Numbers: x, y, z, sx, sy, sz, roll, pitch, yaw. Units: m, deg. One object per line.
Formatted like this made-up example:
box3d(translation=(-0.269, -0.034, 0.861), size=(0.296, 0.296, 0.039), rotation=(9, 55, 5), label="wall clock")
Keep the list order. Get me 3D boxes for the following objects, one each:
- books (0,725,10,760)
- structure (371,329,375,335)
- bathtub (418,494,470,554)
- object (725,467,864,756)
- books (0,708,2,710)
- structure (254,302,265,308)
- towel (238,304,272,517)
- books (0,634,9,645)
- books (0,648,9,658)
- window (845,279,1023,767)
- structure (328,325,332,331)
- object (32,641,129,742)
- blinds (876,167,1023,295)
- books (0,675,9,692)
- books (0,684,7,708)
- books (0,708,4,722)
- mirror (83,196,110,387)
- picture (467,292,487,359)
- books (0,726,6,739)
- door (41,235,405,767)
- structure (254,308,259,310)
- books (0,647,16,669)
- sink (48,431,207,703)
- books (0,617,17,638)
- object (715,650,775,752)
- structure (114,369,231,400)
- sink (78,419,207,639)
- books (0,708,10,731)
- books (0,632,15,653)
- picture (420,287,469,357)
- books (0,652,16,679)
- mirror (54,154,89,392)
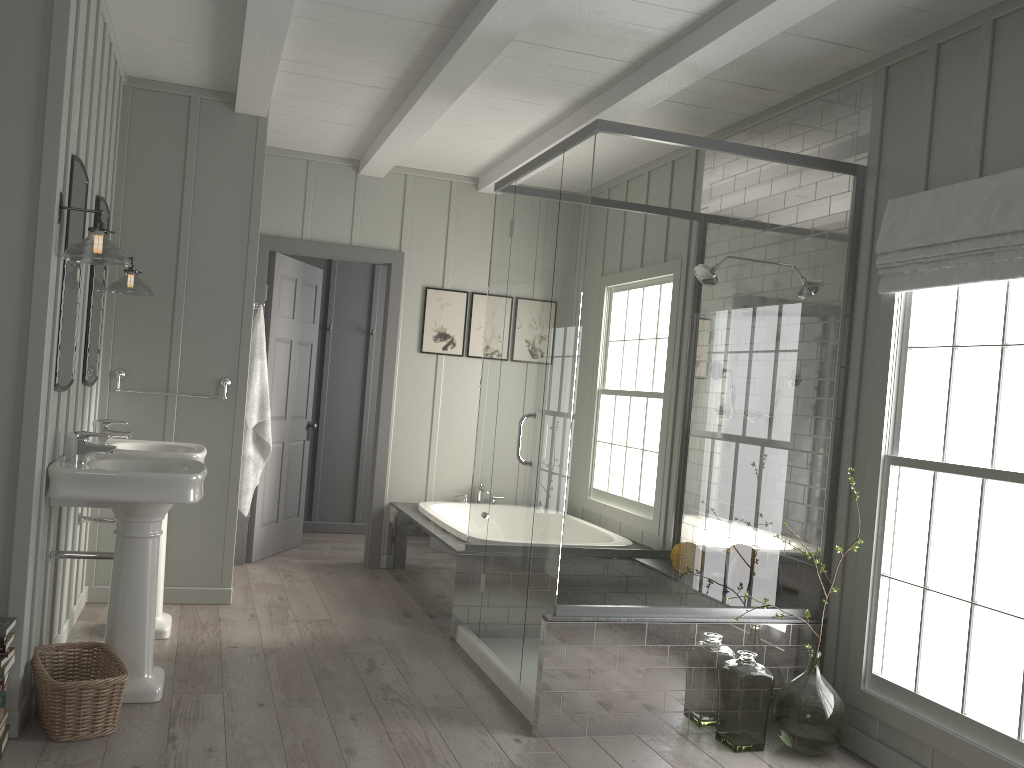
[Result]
box3d(translation=(-1.764, 1.160, 2.849), size=(0.234, 0.049, 0.167), rotation=(5, 0, -20), label="books")
box3d(translation=(-1.173, -0.433, 7.398), size=(0.019, 0.051, 0.138), rotation=(5, 0, -19), label="structure")
box3d(translation=(0.010, 0.960, 5.548), size=(1.030, 0.490, 1.589), rotation=(5, 0, -18), label="bathtub")
box3d(translation=(1.080, 0.860, 3.399), size=(0.506, 1.117, 0.281), rotation=(5, 1, -18), label="object")
box3d(translation=(-1.752, 1.035, 2.835), size=(0.203, 0.024, 0.152), rotation=(5, 0, -17), label="books")
box3d(translation=(-1.449, -0.448, 5.035), size=(0.078, 0.056, 0.057), rotation=(5, 0, -17), label="structure")
box3d(translation=(-1.446, 0.152, 5.066), size=(0.159, 1.204, 0.323), rotation=(5, 1, -13), label="towel")
box3d(translation=(-1.731, 0.803, 2.832), size=(0.203, 0.024, 0.153), rotation=(5, 0, -21), label="books")
box3d(translation=(-1.736, 0.852, 2.845), size=(0.201, 0.025, 0.154), rotation=(5, 0, -28), label="books")
box3d(translation=(1.626, 0.307, 3.012), size=(0.088, 1.950, 1.074), rotation=(5, 1, -19), label="window")
box3d(translation=(-1.507, -0.461, 7.295), size=(0.019, 0.051, 0.138), rotation=(5, 0, -19), label="structure")
box3d(translation=(-1.555, 1.095, 3.159), size=(0.282, 0.220, 0.480), rotation=(5, 0, -36), label="object")
box3d(translation=(1.623, -0.532, 2.986), size=(0.071, 0.380, 1.049), rotation=(5, 0, -19), label="blinds")
box3d(translation=(-1.748, 0.944, 2.843), size=(0.218, 0.052, 0.159), rotation=(5, 0, -22), label="books")
box3d(translation=(-1.751, 0.996, 2.839), size=(0.222, 0.053, 0.163), rotation=(5, 0, -27), label="books")
box3d(translation=(-1.754, 1.059, 2.848), size=(0.202, 0.025, 0.154), rotation=(5, 0, -27), label="books")
box3d(translation=(-1.947, -0.427, 4.151), size=(0.015, 0.884, 0.432), rotation=(5, 1, -19), label="mirror")
box3d(translation=(-0.154, -0.406, 6.290), size=(0.307, 0.461, 0.012), rotation=(5, 1, -16), label="picture")
box3d(translation=(-1.759, 1.115, 2.836), size=(0.218, 0.041, 0.165), rotation=(5, 0, -19), label="books")
box3d(translation=(-0.578, 0.183, 2.906), size=(4.182, 2.197, 7.921), rotation=(5, 0, -18), label="door")
box3d(translation=(-1.534, -0.453, 5.278), size=(0.078, 0.056, 0.057), rotation=(5, 0, -17), label="structure")
box3d(translation=(-1.740, 0.876, 2.835), size=(0.230, 0.024, 0.150), rotation=(5, 0, -11), label="books")
box3d(translation=(-1.516, 0.702, 3.464), size=(0.557, 1.014, 0.579), rotation=(5, 1, -18), label="sink")
box3d(translation=(-1.718, 0.780, 2.835), size=(0.204, 0.024, 0.152), rotation=(5, 0, -16), label="books")
box3d(translation=(0.900, 1.227, 3.440), size=(0.160, 0.361, 0.166), rotation=(5, 1, -19), label="object")
box3d(translation=(-1.818, 0.004, 4.740), size=(0.591, 0.123, 0.055), rotation=(5, 1, -16), label="structure")
box3d(translation=(-1.787, 0.685, 4.246), size=(0.557, 1.014, 0.579), rotation=(5, 1, -18), label="sink")
box3d(translation=(-1.757, 1.082, 2.838), size=(0.228, 0.024, 0.151), rotation=(5, 0, -17), label="books")
box3d(translation=(-1.723, 0.829, 2.836), size=(0.203, 0.024, 0.152), rotation=(5, 0, -18), label="books")
box3d(translation=(-0.472, -0.433, 6.200), size=(0.307, 0.461, 0.012), rotation=(5, 1, -16), label="picture")
box3d(translation=(-1.740, 0.903, 2.837), size=(0.231, 0.032, 0.173), rotation=(5, 0, -17), label="books")
box3d(translation=(-1.675, -0.411, 3.365), size=(0.015, 0.884, 0.432), rotation=(5, 1, -19), label="mirror")
